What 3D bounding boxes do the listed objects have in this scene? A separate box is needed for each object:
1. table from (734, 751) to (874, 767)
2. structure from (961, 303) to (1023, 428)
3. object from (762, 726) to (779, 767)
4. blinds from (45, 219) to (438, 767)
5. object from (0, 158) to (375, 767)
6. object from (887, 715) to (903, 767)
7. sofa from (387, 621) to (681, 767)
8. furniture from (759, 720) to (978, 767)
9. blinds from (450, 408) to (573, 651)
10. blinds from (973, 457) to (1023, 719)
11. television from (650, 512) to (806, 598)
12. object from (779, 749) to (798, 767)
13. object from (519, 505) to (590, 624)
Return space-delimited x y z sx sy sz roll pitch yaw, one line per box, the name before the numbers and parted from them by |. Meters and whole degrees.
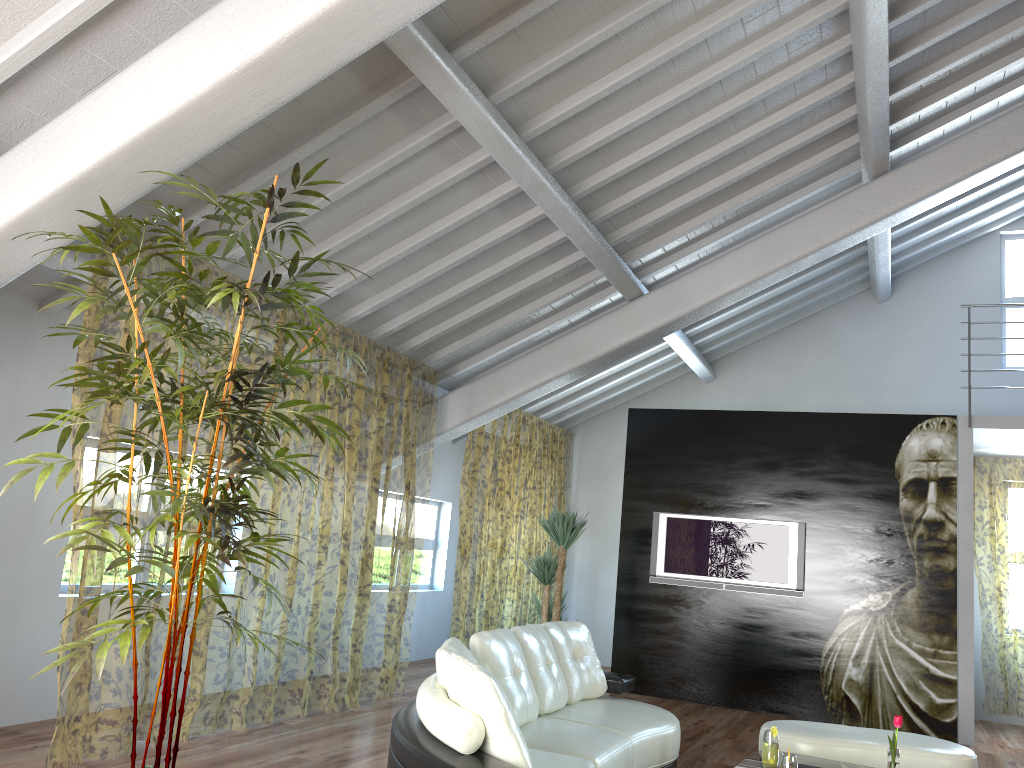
table | 1.515 1.860 3.676 1.201 0.290 1.201 0 -12 26
structure | 2.985 -1.166 2.416 2.536 1.055 10.133 1 -11 23
object | 1.174 1.648 4.026 0.075 0.192 0.081 -1 -12 29
blinds | -1.401 0.793 5.530 0.306 2.546 3.505 1 -11 24
object | -1.107 0.430 3.236 1.399 2.473 1.177 14 -14 -40
object | 1.617 1.573 3.768 0.069 0.323 0.060 5 -10 0
sofa | 0.205 1.527 3.846 1.359 0.805 3.047 5 -11 3
furniture | 1.927 2.096 4.850 1.134 0.367 0.596 4 -11 7
blinds | 0.056 1.557 8.921 0.306 2.546 2.780 1 -11 24
blinds | 5.492 1.846 7.723 2.780 2.324 0.306 1 -11 24
television | 1.898 1.503 7.879 1.336 0.639 0.044 1 -11 23
object | 1.098 1.548 3.528 0.081 0.192 0.075 11 -12 -30
object | 0.316 1.776 7.176 0.564 1.586 0.588 12 -12 -32
